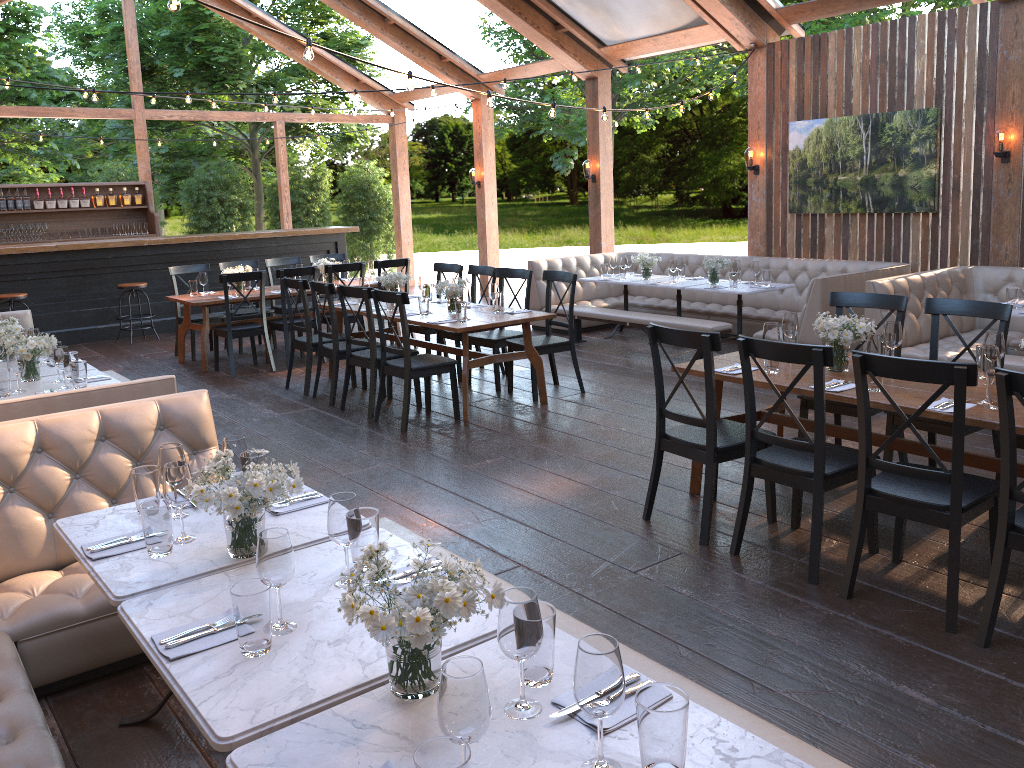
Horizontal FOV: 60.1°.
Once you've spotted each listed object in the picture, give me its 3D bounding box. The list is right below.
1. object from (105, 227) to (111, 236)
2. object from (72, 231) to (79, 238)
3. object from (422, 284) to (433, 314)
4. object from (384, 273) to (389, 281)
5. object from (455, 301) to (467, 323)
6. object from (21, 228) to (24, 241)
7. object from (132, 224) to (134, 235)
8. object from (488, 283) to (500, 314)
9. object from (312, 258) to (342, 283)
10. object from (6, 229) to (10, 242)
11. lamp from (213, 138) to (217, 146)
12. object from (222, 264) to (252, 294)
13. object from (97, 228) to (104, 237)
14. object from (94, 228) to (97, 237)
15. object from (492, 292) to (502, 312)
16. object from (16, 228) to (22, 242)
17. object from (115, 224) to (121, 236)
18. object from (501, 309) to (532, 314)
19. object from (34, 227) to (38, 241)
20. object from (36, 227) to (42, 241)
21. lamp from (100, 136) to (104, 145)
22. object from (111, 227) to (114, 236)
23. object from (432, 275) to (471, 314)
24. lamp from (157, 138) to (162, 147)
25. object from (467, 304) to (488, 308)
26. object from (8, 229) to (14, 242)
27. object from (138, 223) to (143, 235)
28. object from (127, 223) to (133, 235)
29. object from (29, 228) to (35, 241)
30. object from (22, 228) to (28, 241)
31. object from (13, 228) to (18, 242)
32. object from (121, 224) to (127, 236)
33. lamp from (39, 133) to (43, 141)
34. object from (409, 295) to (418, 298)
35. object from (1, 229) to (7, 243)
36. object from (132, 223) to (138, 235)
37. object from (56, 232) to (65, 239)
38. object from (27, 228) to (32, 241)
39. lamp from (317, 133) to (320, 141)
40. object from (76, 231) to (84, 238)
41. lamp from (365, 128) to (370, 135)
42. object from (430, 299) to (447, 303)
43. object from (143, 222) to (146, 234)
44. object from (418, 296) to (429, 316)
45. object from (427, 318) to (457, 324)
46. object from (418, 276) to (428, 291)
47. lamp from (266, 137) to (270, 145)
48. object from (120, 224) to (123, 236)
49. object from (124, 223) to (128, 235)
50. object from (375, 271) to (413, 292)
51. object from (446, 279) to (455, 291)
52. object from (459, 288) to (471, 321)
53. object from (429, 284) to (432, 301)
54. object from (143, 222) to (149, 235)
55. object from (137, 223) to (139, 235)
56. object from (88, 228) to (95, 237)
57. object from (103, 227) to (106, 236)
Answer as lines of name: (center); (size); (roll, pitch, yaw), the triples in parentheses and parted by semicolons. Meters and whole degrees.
object: (-6.117, -2.304, 13.405); (0.097, 0.133, 0.098); (6, 13, 39)
object: (-6.538, -2.244, 13.281); (0.124, 0.095, 0.125); (-7, 12, -25)
object: (-0.701, -0.706, 7.341); (0.092, 0.242, 0.093); (-1, 9, 5)
object: (-1.199, -0.944, 8.526); (0.092, 0.242, 0.093); (-1, 9, 5)
object: (-0.387, -0.546, 6.744); (0.092, 0.156, 0.093); (-2, 10, -1)
object: (-7.000, -2.130, 12.630); (0.070, 0.183, 0.070); (-8, 11, -32)
object: (-5.806, -2.368, 13.523); (0.073, 0.179, 0.074); (2, 10, 27)
object: (-0.145, -0.694, 7.185); (0.092, 0.242, 0.093); (-1, 9, 11)
object: (-2.123, -1.302, 10.194); (0.336, 0.306, 0.332); (-3, 11, -4)
object: (-7.126, -2.100, 12.515); (0.070, 0.183, 0.070); (-8, 11, -32)
lamp: (-4.389, -3.566, 13.055); (0.056, 0.120, 0.057); (1, 10, 21)
object: (-2.969, -1.136, 9.580); (0.329, 0.306, 0.340); (1, 11, 18)
object: (-6.194, -2.284, 13.324); (0.097, 0.133, 0.098); (6, 13, 39)
object: (-6.319, -2.295, 13.397); (0.097, 0.133, 0.098); (6, 13, 39)
object: (-0.123, -0.678, 7.309); (0.092, 0.156, 0.093); (-1, 10, 9)
object: (-6.979, -2.108, 12.524); (0.070, 0.183, 0.070); (-8, 11, -32)
object: (-5.921, -2.317, 13.311); (0.073, 0.179, 0.074); (2, 10, 27)
object: (0.021, -0.593, 7.215); (0.256, 0.019, 0.158); (-11, 15, -36)
object: (-6.853, -2.157, 12.730); (0.070, 0.183, 0.070); (-8, 11, -32)
object: (-6.774, -2.151, 12.685); (0.070, 0.183, 0.070); (-8, 11, -32)
lamp: (-5.815, -3.447, 12.532); (0.056, 0.120, 0.057); (-3, 9, -4)
object: (-6.128, -2.330, 13.525); (0.097, 0.133, 0.098); (6, 13, 39)
object: (-0.494, -0.736, 7.288); (0.329, 0.306, 0.340); (-3, 11, -3)
lamp: (-5.094, -3.491, 12.781); (0.056, 0.118, 0.060); (2, 10, 25)
object: (-0.352, -0.677, 7.680); (0.256, 0.019, 0.158); (-11, 15, -36)
object: (-7.056, -2.092, 12.465); (0.070, 0.183, 0.070); (-8, 11, -32)
object: (-5.673, -2.372, 13.517); (0.073, 0.179, 0.074); (2, 10, 27)
object: (-5.791, -2.344, 13.408); (0.073, 0.179, 0.074); (2, 10, 27)
object: (-6.842, -2.133, 12.617); (0.070, 0.183, 0.070); (-8, 11, -32)
object: (-6.922, -2.125, 12.592); (0.070, 0.183, 0.070); (-8, 11, -32)
object: (-7.063, -2.116, 12.575); (0.070, 0.183, 0.070); (-8, 11, -32)
object: (-5.851, -2.329, 13.352); (0.073, 0.179, 0.074); (2, 10, 27)
lamp: (-6.522, -3.420, 12.246); (0.057, 0.118, 0.061); (-9, 12, -37)
object: (-1.023, -0.844, 8.561); (0.256, 0.019, 0.158); (-11, 15, -36)
object: (-7.128, -2.079, 12.419); (0.070, 0.183, 0.070); (-8, 11, -32)
object: (-5.727, -2.357, 13.457); (0.073, 0.179, 0.074); (2, 10, 27)
object: (-6.690, -2.205, 13.130); (0.124, 0.095, 0.125); (-7, 12, -25)
object: (-6.922, -2.145, 12.685); (0.070, 0.183, 0.070); (-8, 11, -32)
lamp: (-2.970, -3.780, 13.566); (0.056, 0.119, 0.057); (1, 10, 18)
object: (-6.426, -2.225, 13.175); (0.124, 0.095, 0.125); (-7, 12, -25)
lamp: (-2.247, -3.934, 13.790); (0.065, 0.117, 0.057); (-9, 11, -34)
object: (-0.641, -0.762, 8.116); (0.256, 0.019, 0.158); (-11, 15, -36)
object: (-5.645, -2.392, 13.607); (0.073, 0.179, 0.074); (2, 10, 27)
object: (-0.720, -0.638, 7.229); (0.092, 0.156, 0.092); (-4, 10, -11)
object: (-0.520, -0.493, 6.850); (0.256, 0.019, 0.158); (-11, 15, -36)
object: (-0.811, -0.864, 8.091); (0.092, 0.242, 0.093); (-1, 9, 5)
lamp: (-3.677, -3.659, 13.303); (0.056, 0.120, 0.057); (0, 10, 15)
object: (-5.920, -2.340, 13.415); (0.073, 0.179, 0.074); (2, 10, 27)
object: (-5.864, -2.354, 13.469); (0.073, 0.179, 0.074); (2, 10, 27)
object: (-1.094, -0.899, 8.147); (0.336, 0.306, 0.332); (2, 11, 19)
object: (-0.522, -0.779, 7.656); (0.092, 0.242, 0.093); (-1, 9, 5)
object: (-0.360, -0.616, 6.864); (0.092, 0.242, 0.093); (-1, 9, 11)
object: (-0.779, -0.846, 8.201); (0.092, 0.156, 0.092); (-4, 10, -11)
object: (-5.600, -2.379, 13.538); (0.073, 0.179, 0.074); (2, 10, 27)
object: (-5.730, -2.381, 13.570); (0.073, 0.179, 0.074); (2, 10, 27)
object: (-6.295, -2.265, 13.256); (0.097, 0.133, 0.098); (6, 13, 39)
object: (-6.217, -2.312, 13.456); (0.097, 0.133, 0.098); (6, 13, 39)
